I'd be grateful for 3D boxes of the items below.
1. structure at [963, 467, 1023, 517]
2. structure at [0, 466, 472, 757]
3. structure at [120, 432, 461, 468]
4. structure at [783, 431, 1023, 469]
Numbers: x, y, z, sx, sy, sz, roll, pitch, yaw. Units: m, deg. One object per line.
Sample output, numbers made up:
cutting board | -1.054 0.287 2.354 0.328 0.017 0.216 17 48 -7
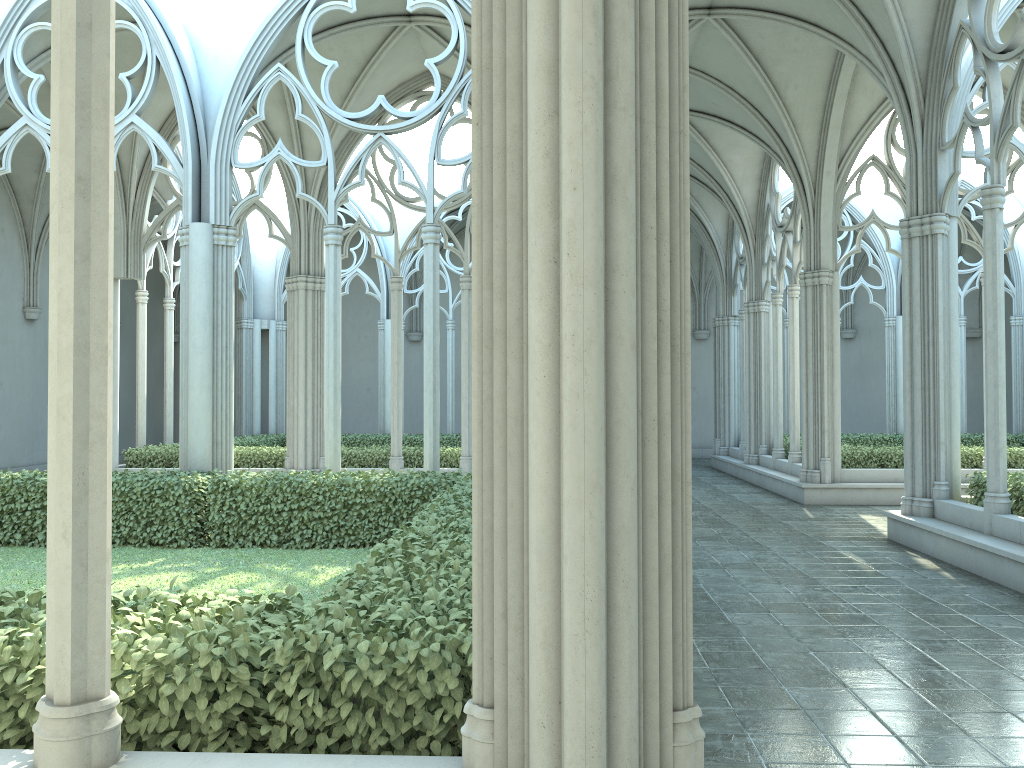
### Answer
structure | 9.258 1.372 6.666 7.995 0.963 8.018 0 -1 3
structure | -3.804 1.419 7.291 7.995 0.963 8.018 0 -1 3
structure | -3.184 1.698 20.338 7.995 0.963 8.018 0 -1 3
structure | 9.887 1.651 19.712 7.995 0.963 8.018 0 -1 3
